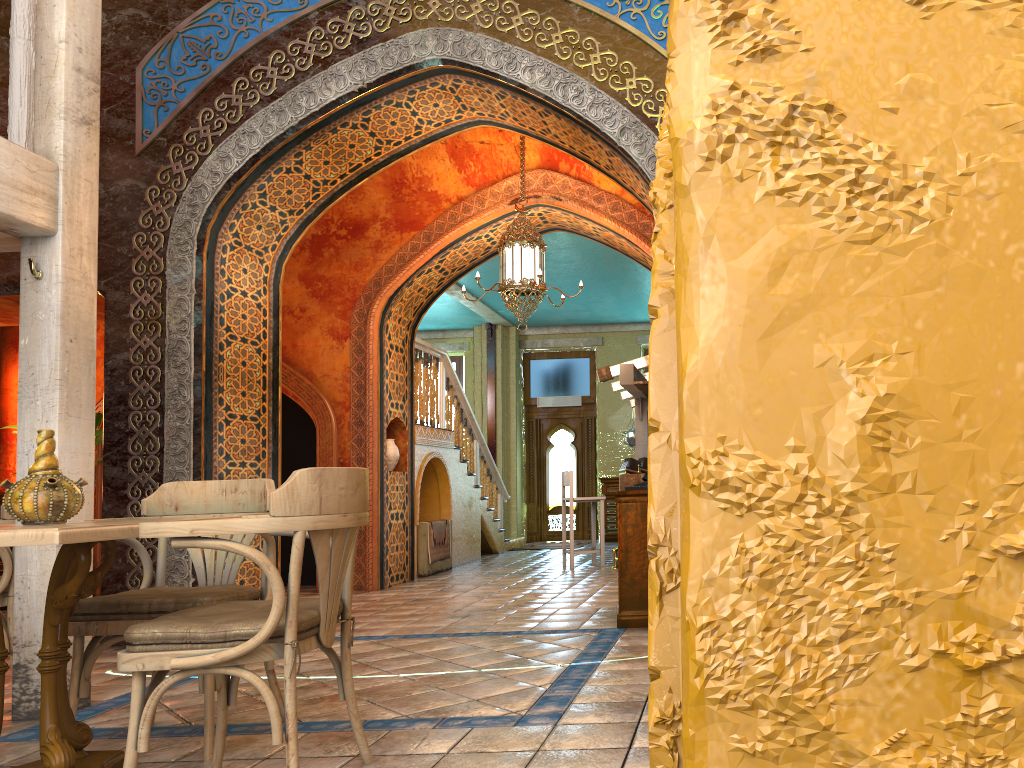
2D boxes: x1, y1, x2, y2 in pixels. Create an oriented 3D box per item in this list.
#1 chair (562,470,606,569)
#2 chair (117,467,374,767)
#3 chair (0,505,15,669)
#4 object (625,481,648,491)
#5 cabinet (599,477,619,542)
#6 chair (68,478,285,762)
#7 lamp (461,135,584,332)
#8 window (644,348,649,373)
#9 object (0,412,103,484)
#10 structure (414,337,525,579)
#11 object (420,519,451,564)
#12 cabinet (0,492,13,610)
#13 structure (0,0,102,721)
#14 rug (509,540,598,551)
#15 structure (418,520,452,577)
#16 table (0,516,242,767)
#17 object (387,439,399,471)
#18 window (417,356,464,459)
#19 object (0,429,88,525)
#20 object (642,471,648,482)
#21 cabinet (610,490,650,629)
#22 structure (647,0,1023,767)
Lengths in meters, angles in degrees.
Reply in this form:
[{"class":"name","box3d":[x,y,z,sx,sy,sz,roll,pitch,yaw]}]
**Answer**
[{"class":"chair","box3d":[0.990,1.855,11.778,0.534,1.333,0.469,0,-3,-17]},{"class":"chair","box3d":[-0.896,0.905,3.083,0.701,1.176,0.781,-2,-4,3]},{"class":"chair","box3d":[-3.057,1.196,4.778,0.778,1.176,0.695,1,-5,-33]},{"class":"object","box3d":[1.063,0.798,6.614,0.371,0.086,0.351,-5,-8,23]},{"class":"cabinet","box3d":[2.339,2.514,17.061,1.102,1.301,0.626,-2,-4,4]},{"class":"chair","box3d":[-1.484,1.024,3.864,0.771,1.176,0.710,-2,-4,6]},{"class":"lamp","box3d":[0.101,-1.718,8.852,1.267,2.360,1.151,-2,-4,8]},{"class":"window","box3d":[3.506,0.939,17.557,1.519,3.412,0.089,-2,-3,1]},{"class":"object","box3d":[-4.823,1.233,9.452,1.065,2.417,1.347,-4,-4,33]},{"class":"structure","box3d":[-1.368,1.319,13.703,1.747,3.133,6.066,-2,-6,13]},{"class":"object","box3d":[-1.025,2.117,11.496,0.146,0.554,0.912,-2,-6,14]},{"class":"cabinet","box3d":[-5.806,1.751,8.704,0.598,1.255,1.517,-2,-5,13]},{"class":"structure","box3d":[-7.955,-1.593,1.339,9.674,6.471,7.062,-2,-5,6]},{"class":"rug","box3d":[0.847,3.100,16.451,1.280,0.039,2.474,-4,-7,11]},{"class":"structure","box3d":[-1.028,2.206,11.508,0.105,0.686,1.046,-2,-6,14]},{"class":"table","box3d":[-1.704,1.002,2.994,1.036,1.001,1.081,-2,-5,8]},{"class":"object","box3d":[-1.488,0.856,10.242,0.232,0.383,0.273,-3,-4,25]},{"class":"window","box3d":[-1.768,1.139,17.652,1.519,3.412,0.089,-2,-3,1]},{"class":"object","box3d":[-1.653,0.329,3.015,0.220,0.334,0.245,-3,-4,17]},{"class":"object","box3d":[1.194,0.716,7.076,0.256,0.317,0.455,-2,-6,1]},{"class":"cabinet","box3d":[1.181,1.414,7.141,0.479,1.050,1.542,-2,-6,13]},{"class":"structure","box3d":[1.806,-0.050,3.766,1.786,3.133,6.673,-2,-6,14]}]
